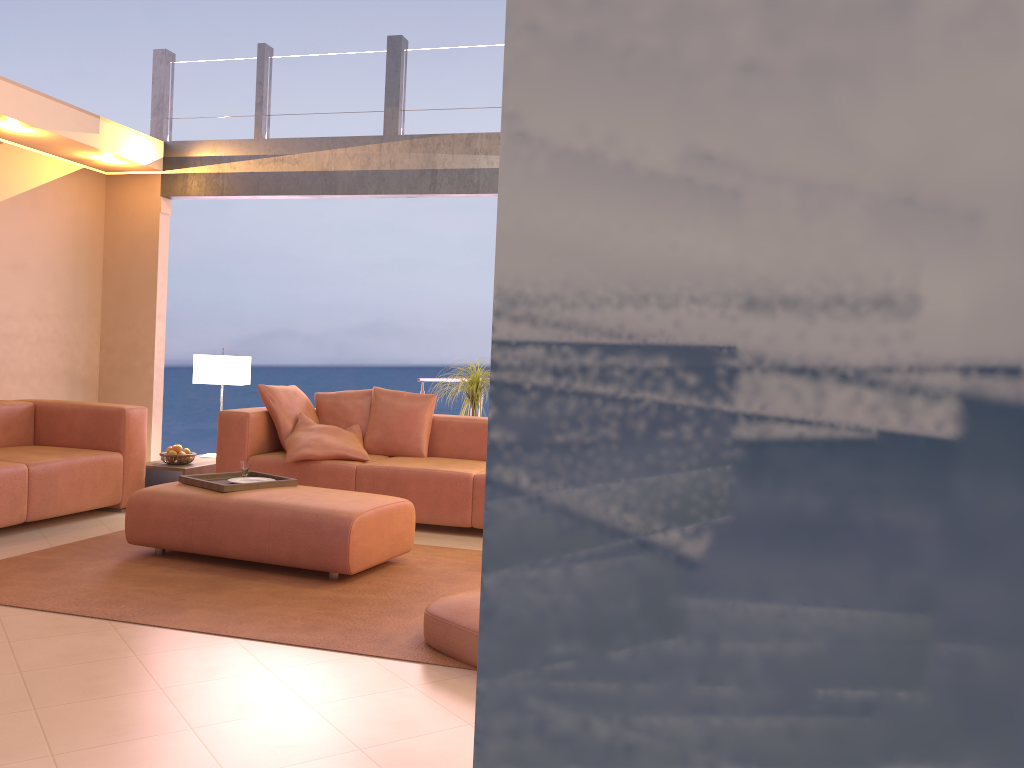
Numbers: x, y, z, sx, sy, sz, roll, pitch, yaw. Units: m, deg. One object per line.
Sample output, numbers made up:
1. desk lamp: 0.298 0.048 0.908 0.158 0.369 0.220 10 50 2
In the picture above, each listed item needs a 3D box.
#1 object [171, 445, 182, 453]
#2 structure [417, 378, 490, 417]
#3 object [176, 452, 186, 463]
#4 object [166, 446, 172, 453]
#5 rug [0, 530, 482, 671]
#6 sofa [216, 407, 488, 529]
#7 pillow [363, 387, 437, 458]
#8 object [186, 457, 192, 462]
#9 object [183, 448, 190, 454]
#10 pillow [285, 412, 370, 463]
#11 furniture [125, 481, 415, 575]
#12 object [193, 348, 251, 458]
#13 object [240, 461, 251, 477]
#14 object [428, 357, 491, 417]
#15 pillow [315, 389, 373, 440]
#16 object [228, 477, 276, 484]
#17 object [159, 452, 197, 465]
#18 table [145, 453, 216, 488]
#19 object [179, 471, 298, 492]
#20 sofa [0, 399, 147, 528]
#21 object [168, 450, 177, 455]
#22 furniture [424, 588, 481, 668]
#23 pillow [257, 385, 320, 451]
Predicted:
1. object: -2.258 0.440 5.977 0.069 0.061 0.068 2 1 -24
2. structure: 1.441 0.319 7.077 4.176 0.541 1.663 3 1 15
3. object: -2.220 0.493 5.959 0.074 0.076 0.072 3 1 25
4. object: -2.309 0.445 5.994 0.047 0.046 0.054 3 1 1
5. rug: -1.060 0.891 4.161 2.626 0.005 1.833 3 1 15
6. sofa: -0.476 0.553 5.791 2.781 0.672 0.943 3 1 15
7. pillow: -0.765 0.263 6.024 0.470 0.468 0.211 3 1 10
8. object: -2.197 0.508 6.013 0.046 0.046 0.055 2 1 -7
9. object: -2.203 0.461 6.003 0.045 0.053 0.051 3 1 38
10. pillow: -1.204 0.345 5.744 0.517 0.292 0.514 2 1 -16
11. furniture: -1.206 0.680 4.478 1.291 0.301 0.685 3 1 20
12. object: -2.140 0.133 6.535 0.344 0.799 0.344 2 1 -6
13. object: -1.440 0.466 4.787 0.061 0.091 0.061 3 1 0
14. object: -0.308 0.333 6.826 0.703 1.088 0.729 2 1 -16
15. pillow: -1.142 0.242 6.129 0.492 0.446 0.255 3 1 -2
16. object: -1.354 0.509 4.614 0.240 0.018 0.240 2 1 -21
17. object: -2.259 0.503 5.998 0.235 0.071 0.235 3 1 7
18. table: -2.203 0.671 6.253 0.412 0.268 0.918 3 1 15
19. object: -1.420 0.503 4.608 0.421 0.034 0.436 3 1 40
20. sofa: -3.166 0.456 4.575 0.943 0.672 2.781 3 1 15
21. object: -2.269 0.467 5.931 0.055 0.047 0.045 2 1 -8
22. furniture: 0.081 0.879 3.228 0.699 0.226 0.659 4 1 45
23. pillow: -1.478 0.236 6.025 0.314 0.455 0.519 3 1 11
